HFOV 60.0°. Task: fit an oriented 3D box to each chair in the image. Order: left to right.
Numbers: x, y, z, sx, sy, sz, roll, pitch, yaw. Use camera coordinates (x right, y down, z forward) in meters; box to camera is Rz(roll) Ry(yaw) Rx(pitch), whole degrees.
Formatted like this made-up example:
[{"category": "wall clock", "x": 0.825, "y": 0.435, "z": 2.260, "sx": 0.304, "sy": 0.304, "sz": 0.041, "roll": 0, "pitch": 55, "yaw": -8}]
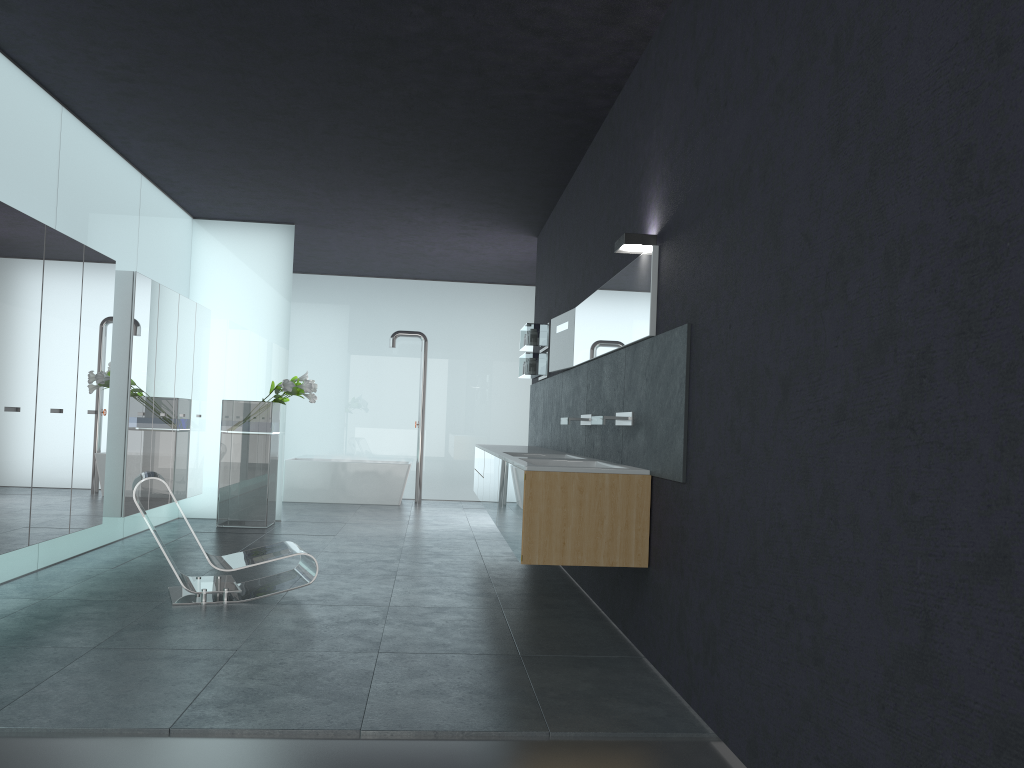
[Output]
[{"category": "chair", "x": -2.093, "y": 1.097, "z": 6.449, "sx": 1.262, "sy": 0.870, "sz": 0.629, "roll": 3, "pitch": -2, "yaw": -24}]

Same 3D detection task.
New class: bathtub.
[{"category": "bathtub", "x": -2.631, "y": 1.476, "z": 14.384, "sx": 1.978, "sy": 0.858, "sz": 0.961, "roll": 2, "pitch": -2, "yaw": -5}]

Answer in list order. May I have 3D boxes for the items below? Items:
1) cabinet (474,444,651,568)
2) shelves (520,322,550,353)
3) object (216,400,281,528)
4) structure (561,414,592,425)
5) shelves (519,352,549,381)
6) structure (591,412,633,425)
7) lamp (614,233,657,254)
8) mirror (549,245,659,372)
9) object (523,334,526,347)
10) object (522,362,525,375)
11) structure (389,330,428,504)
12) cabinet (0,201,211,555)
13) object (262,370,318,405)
[{"category": "cabinet", "x": 0.171, "y": 0.884, "z": 7.834, "sx": 0.734, "sy": 0.556, "sz": 5.586, "roll": 2, "pitch": -3, "yaw": -5}, {"category": "shelves", "x": 0.261, "y": -0.534, "z": 10.293, "sx": 0.265, "sy": 0.285, "sz": 0.770, "roll": 2, "pitch": -3, "yaw": -5}, {"category": "object", "x": -3.167, "y": 0.953, "z": 10.691, "sx": 0.585, "sy": 1.490, "sz": 0.575, "roll": 2, "pitch": -2, "yaw": -5}, {"category": "structure", "x": 0.518, "y": 0.290, "z": 7.220, "sx": 0.186, "sy": 0.088, "sz": 0.482, "roll": 2, "pitch": -3, "yaw": -5}, {"category": "shelves", "x": 0.248, "y": -0.207, "z": 10.284, "sx": 0.265, "sy": 0.285, "sz": 0.770, "roll": 2, "pitch": -3, "yaw": -5}, {"category": "structure", "x": 0.647, "y": 0.226, "z": 5.807, "sx": 0.186, "sy": 0.088, "sz": 0.482, "roll": 2, "pitch": -3, "yaw": -5}, {"category": "lamp", "x": 0.746, "y": -0.847, "z": 5.365, "sx": 0.198, "sy": 0.066, "sz": 0.277, "roll": 2, "pitch": -3, "yaw": -5}, {"category": "mirror", "x": 0.650, "y": -0.462, "z": 7.029, "sx": 0.109, "sy": 0.532, "sz": 3.724, "roll": 2, "pitch": -3, "yaw": -7}, {"category": "object", "x": 0.186, "y": -0.501, "z": 10.567, "sx": 0.096, "sy": 0.184, "sz": 0.068, "roll": 3, "pitch": -2, "yaw": -14}, {"category": "object", "x": 0.173, "y": -0.174, "z": 10.558, "sx": 0.096, "sy": 0.184, "sz": 0.068, "roll": 3, "pitch": -2, "yaw": -14}, {"category": "structure", "x": -1.738, "y": 0.562, "z": 14.485, "sx": 0.643, "sy": 2.870, "sz": 0.123, "roll": 2, "pitch": -2, "yaw": -6}, {"category": "cabinet", "x": -3.603, "y": 0.069, "z": 7.686, "sx": 0.398, "sy": 2.214, "sz": 6.008, "roll": 2, "pitch": -3, "yaw": -5}, {"category": "object", "x": -2.847, "y": 0.190, "z": 10.587, "sx": 1.024, "sy": 0.779, "sz": 0.975, "roll": 3, "pitch": -2, "yaw": -13}]
